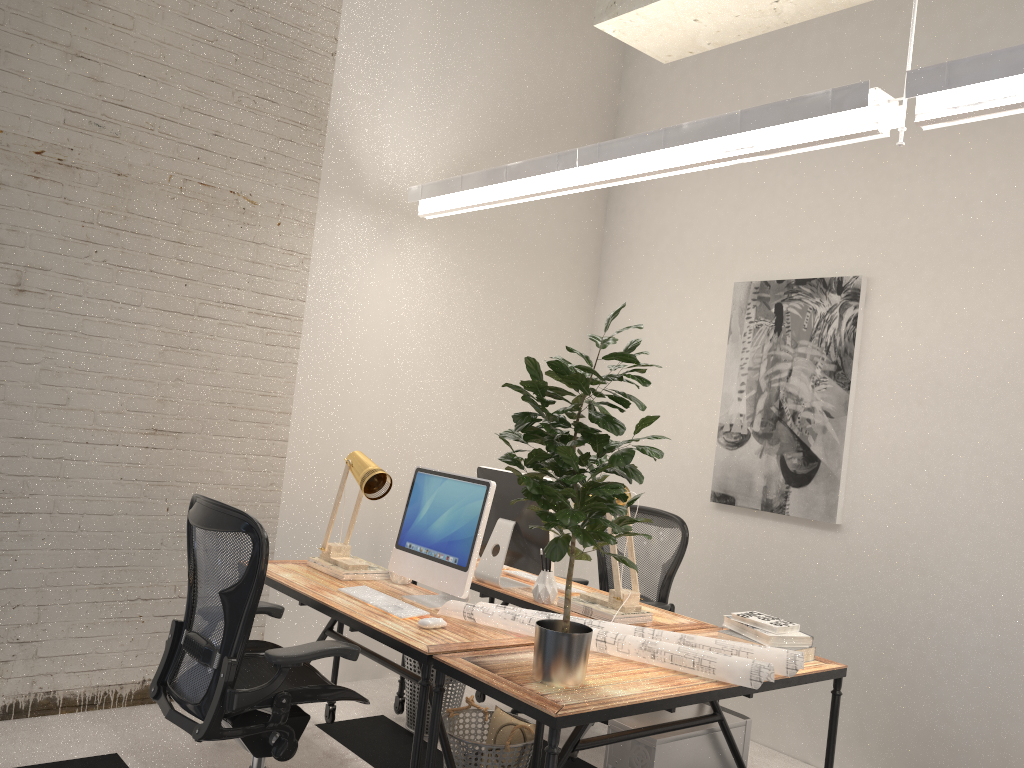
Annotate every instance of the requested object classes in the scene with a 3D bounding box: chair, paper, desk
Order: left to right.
[{"bbox_3d":[-0.814,0.917,2.893,0.770,1.085,0.793,5,-2,34],"label":"chair"},{"bbox_3d":[-0.528,1.145,3.272,0.530,0.724,1.400,8,-3,-40],"label":"desk"},{"bbox_3d":[0.121,1.244,3.810,0.530,0.724,1.400,8,-3,-40],"label":"desk"},{"bbox_3d":[0.251,0.810,2.829,1.133,0.082,0.083,6,-2,25],"label":"paper"},{"bbox_3d":[0.448,1.121,4.198,0.770,1.085,0.793,5,-2,34],"label":"chair"},{"bbox_3d":[0.379,0.830,2.936,1.133,0.082,0.083,6,-2,15],"label":"paper"},{"bbox_3d":[0.422,1.236,2.799,1.402,0.724,0.529,9,-3,-40],"label":"desk"}]

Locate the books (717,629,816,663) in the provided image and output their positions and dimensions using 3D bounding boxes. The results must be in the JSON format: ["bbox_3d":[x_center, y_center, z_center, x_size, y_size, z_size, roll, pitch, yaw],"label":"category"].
[{"bbox_3d":[0.884,0.914,3.096,0.200,0.050,0.271,9,-3,-42],"label":"books"}]

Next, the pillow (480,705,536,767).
[{"bbox_3d":[-0.036,1.355,3.088,0.120,0.406,0.239,8,-2,-39],"label":"pillow"}]

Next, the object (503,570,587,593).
[{"bbox_3d":[0.142,0.879,3.944,0.119,0.017,0.438,9,-3,-40],"label":"object"}]

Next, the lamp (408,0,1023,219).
[{"bbox_3d":[2.059,-2.044,1.617,0.226,2.863,7.297,8,-3,-40],"label":"lamp"}]

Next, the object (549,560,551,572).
[{"bbox_3d":[0.148,0.765,3.515,0.008,0.207,0.054,6,-2,15],"label":"object"}]

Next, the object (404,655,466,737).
[{"bbox_3d":[-0.344,1.347,4.032,0.353,0.435,0.358,9,-3,-43],"label":"object"}]

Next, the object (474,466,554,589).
[{"bbox_3d":[-0.016,0.621,3.827,0.190,0.485,0.483,8,-2,-40],"label":"object"}]

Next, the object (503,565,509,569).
[{"bbox_3d":[-0.061,0.860,4.200,0.106,0.029,0.059,9,-3,-39],"label":"object"}]

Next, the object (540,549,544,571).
[{"bbox_3d":[0.124,0.762,3.531,0.054,0.207,0.008,6,-2,33],"label":"object"}]

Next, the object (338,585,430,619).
[{"bbox_3d":[-0.463,0.774,3.159,0.119,0.017,0.438,9,-3,-40],"label":"object"}]

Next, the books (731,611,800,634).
[{"bbox_3d":[0.889,0.836,3.115,0.153,0.030,0.185,9,-3,-42],"label":"books"}]

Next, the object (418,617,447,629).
[{"bbox_3d":[-0.258,0.780,2.902,0.106,0.029,0.059,9,-3,-39],"label":"object"}]

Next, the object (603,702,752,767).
[{"bbox_3d":[0.580,1.409,3.134,0.544,0.454,0.221,8,-2,-40],"label":"object"}]

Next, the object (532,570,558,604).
[{"bbox_3d":[0.133,0.806,3.524,0.101,0.126,0.101,7,-2,5],"label":"object"}]

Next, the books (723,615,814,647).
[{"bbox_3d":[0.898,0.869,3.123,0.193,0.044,0.257,8,-3,-22],"label":"books"}]

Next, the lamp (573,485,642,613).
[{"bbox_3d":[0.377,0.623,3.497,0.126,0.470,0.344,8,-2,-40],"label":"lamp"}]

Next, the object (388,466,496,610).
[{"bbox_3d":[-0.250,0.570,3.288,0.190,0.485,0.483,8,-2,-40],"label":"object"}]

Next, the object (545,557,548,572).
[{"bbox_3d":[0.136,0.764,3.511,0.008,0.207,0.054,5,-2,37],"label":"object"}]

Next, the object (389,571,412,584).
[{"bbox_3d":[-0.442,0.741,3.581,0.101,0.126,0.101,7,-2,5],"label":"object"}]

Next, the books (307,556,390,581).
[{"bbox_3d":[-0.677,0.760,3.669,0.226,0.038,0.308,9,-3,-40],"label":"books"}]

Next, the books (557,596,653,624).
[{"bbox_3d":[0.359,0.871,3.433,0.226,0.038,0.308,9,-3,-40],"label":"books"}]

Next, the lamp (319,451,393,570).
[{"bbox_3d":[-0.637,0.510,3.619,0.126,0.470,0.344,8,-2,-40],"label":"lamp"}]

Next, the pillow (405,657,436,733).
[{"bbox_3d":[-0.408,1.350,3.985,0.120,0.406,0.239,8,-2,-39],"label":"pillow"}]

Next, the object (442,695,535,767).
[{"bbox_3d":[-0.097,1.333,3.042,0.353,0.435,0.358,9,-3,-43],"label":"object"}]

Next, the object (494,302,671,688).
[{"bbox_3d":[0.166,0.287,2.487,0.513,1.077,0.439,5,-2,41],"label":"object"}]

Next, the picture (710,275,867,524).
[{"bbox_3d":[1.377,0.059,4.483,0.049,1.182,0.731,8,-2,-40],"label":"picture"}]
